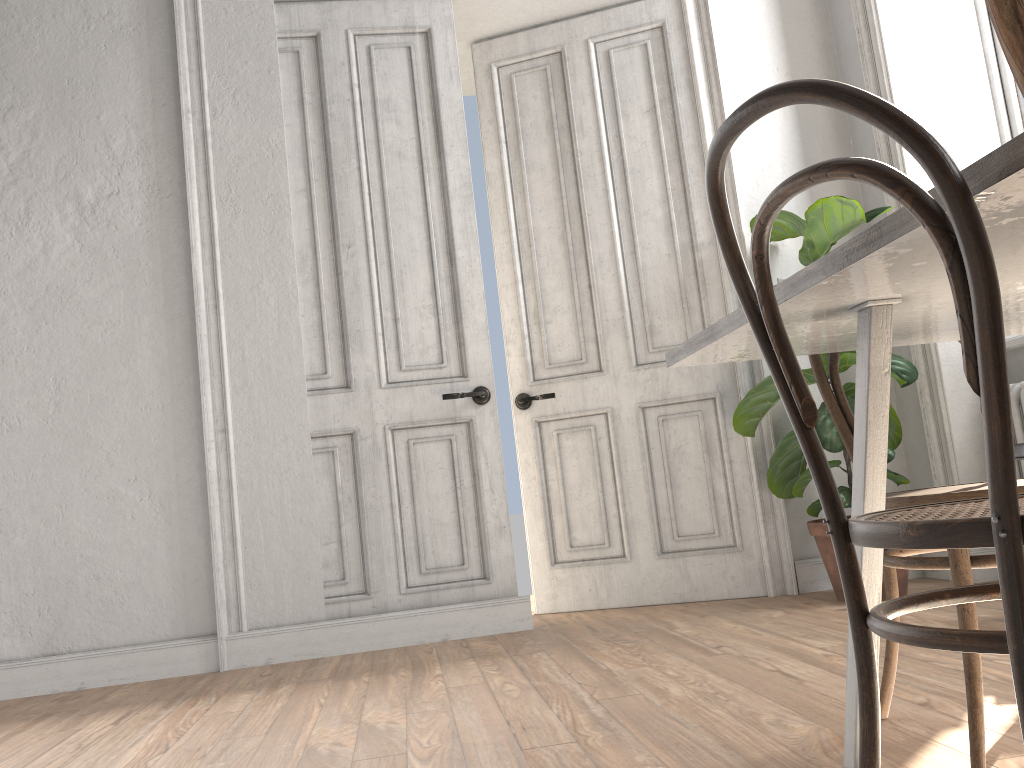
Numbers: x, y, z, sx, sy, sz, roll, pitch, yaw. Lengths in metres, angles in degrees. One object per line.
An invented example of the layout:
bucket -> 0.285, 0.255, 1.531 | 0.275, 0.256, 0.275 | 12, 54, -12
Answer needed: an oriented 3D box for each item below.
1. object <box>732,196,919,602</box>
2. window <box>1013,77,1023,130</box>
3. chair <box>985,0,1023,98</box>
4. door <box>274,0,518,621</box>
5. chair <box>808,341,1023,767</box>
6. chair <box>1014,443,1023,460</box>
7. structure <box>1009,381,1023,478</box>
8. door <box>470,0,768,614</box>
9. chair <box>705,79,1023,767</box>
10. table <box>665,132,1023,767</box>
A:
object -> 1.369, -0.427, 1.047 | 0.792, 1.840, 5.834 | -6, -8, -3
window -> 2.203, -1.765, 3.029 | 0.013, 2.840, 1.624 | -6, -7, -8
chair -> 0.593, 0.045, 0.418 | 0.549, 0.919, 0.438 | -7, -7, 3
door -> -0.660, -0.317, 3.802 | 1.097, 2.811, 0.216 | -6, -7, -6
chair -> 0.880, 0.187, 1.706 | 0.438, 0.919, 0.550 | -7, -7, 0
chair -> 1.694, 0.422, 2.651 | 0.360, 0.522, 0.364 | -2, -9, -34
structure -> 2.039, -1.816, 1.196 | 0.340, 4.469, 5.188 | -6, -8, -8
door -> 0.466, -0.401, 4.124 | 1.097, 2.811, 0.216 | -9, -8, 17
chair -> 0.557, 0.128, 0.998 | 0.549, 0.919, 0.438 | -5, -7, -12
table -> 1.030, 0.109, 0.741 | 1.100, 0.779, 2.203 | -5, -8, -8
